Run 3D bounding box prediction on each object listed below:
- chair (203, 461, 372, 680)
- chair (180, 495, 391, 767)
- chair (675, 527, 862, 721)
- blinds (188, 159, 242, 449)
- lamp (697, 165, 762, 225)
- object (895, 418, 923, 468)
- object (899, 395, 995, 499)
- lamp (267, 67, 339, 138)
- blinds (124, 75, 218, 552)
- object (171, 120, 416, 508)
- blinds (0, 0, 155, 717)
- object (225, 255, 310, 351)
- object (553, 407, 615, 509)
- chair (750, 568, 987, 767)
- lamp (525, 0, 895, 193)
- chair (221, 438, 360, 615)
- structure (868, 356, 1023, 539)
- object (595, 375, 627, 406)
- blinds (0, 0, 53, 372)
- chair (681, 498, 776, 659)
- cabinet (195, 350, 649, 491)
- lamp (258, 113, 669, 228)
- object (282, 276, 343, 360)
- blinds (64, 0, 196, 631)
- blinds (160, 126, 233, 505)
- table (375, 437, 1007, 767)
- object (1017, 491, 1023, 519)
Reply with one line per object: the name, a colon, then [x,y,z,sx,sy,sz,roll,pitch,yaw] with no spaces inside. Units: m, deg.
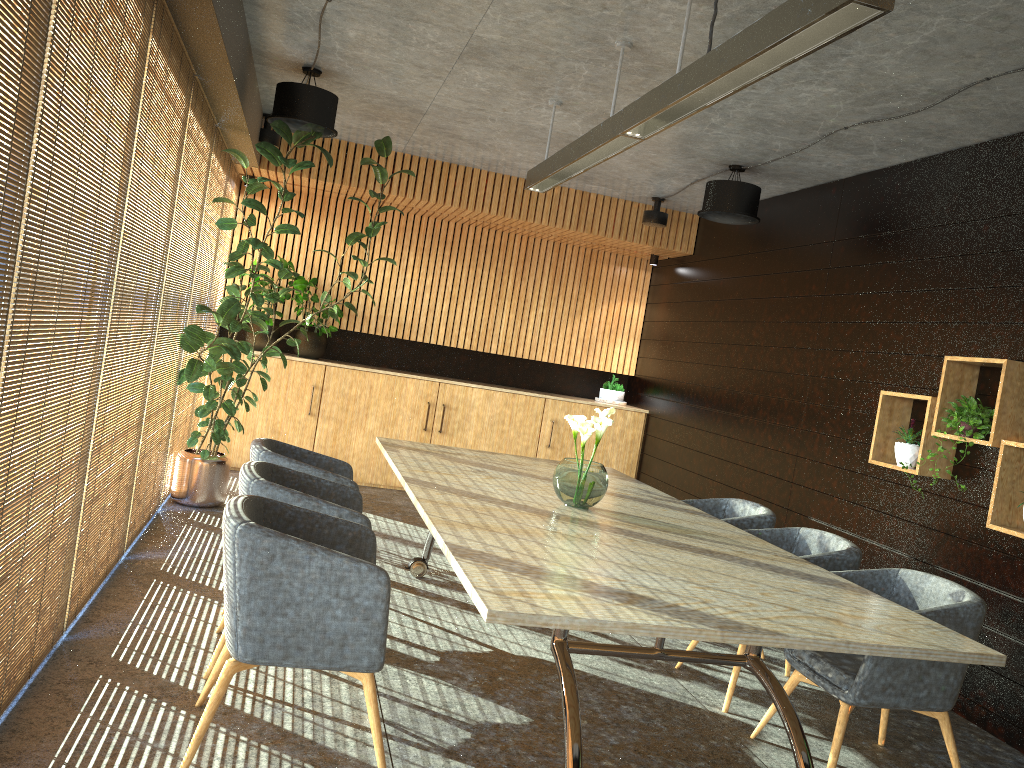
chair: [-1.028,0.900,4.380,0.761,0.944,0.706,9,2,-14]
chair: [-0.821,0.963,3.506,0.761,0.944,0.706,9,2,-14]
chair: [1.469,1.280,5.000,0.761,0.944,0.706,9,2,-14]
blinds: [-3.065,-0.688,9.137,0.039,3.038,1.422,9,2,-14]
lamp: [1.829,-1.586,7.351,0.513,0.497,0.513,10,2,15]
object: [2.557,0.377,5.697,0.241,0.318,0.226,8,2,-39]
object: [2.572,0.374,5.187,0.401,0.633,0.445,8,2,-33]
lamp: [-1.509,-2.095,6.522,0.513,0.497,0.513,7,3,-43]
blinds: [-2.382,-0.481,6.262,0.039,3.038,1.422,9,2,-14]
object: [-2.165,-0.560,7.295,1.958,3.266,1.875,10,2,25]
blinds: [-0.737,-0.019,1.016,1.388,3.075,6.486,8,2,-32]
object: [-2.676,-0.883,9.536,0.666,1.054,0.640,10,2,28]
object: [0.383,0.377,4.699,0.295,0.546,0.322,9,2,-4]
chair: [1.676,1.343,4.127,0.761,0.944,0.706,9,2,-14]
lamp: [0.676,-1.591,4.618,0.151,0.618,4.009,9,2,-14]
chair: [-1.235,0.837,5.252,0.761,0.944,0.706,9,2,-14]
structure: [2.814,0.249,4.905,0.242,1.130,2.172,9,2,-14]
object: [1.214,0.062,10.691,0.384,0.347,0.384,9,2,9]
blinds: [-1.372,-0.173,2.007,0.039,3.038,1.422,9,2,-14]
chair: [1.262,1.217,5.873,0.761,0.944,0.706,9,2,-14]
cabinet: [-0.985,0.547,10.130,4.954,1.272,1.006,9,2,-14]
lamp: [-0.389,-2.077,8.701,4.179,0.294,0.257,9,2,-14]
object: [-2.194,-0.721,9.647,0.679,0.880,0.512,9,2,-10]
blinds: [-2.044,-0.378,4.837,0.039,3.038,1.422,9,2,-14]
blinds: [-2.727,-0.585,7.712,0.039,3.038,1.422,9,2,-14]
table: [0.275,1.106,4.704,1.816,0.927,3.932,9,2,-14]
object: [2.778,0.637,4.668,0.226,0.318,0.241,9,2,-14]
